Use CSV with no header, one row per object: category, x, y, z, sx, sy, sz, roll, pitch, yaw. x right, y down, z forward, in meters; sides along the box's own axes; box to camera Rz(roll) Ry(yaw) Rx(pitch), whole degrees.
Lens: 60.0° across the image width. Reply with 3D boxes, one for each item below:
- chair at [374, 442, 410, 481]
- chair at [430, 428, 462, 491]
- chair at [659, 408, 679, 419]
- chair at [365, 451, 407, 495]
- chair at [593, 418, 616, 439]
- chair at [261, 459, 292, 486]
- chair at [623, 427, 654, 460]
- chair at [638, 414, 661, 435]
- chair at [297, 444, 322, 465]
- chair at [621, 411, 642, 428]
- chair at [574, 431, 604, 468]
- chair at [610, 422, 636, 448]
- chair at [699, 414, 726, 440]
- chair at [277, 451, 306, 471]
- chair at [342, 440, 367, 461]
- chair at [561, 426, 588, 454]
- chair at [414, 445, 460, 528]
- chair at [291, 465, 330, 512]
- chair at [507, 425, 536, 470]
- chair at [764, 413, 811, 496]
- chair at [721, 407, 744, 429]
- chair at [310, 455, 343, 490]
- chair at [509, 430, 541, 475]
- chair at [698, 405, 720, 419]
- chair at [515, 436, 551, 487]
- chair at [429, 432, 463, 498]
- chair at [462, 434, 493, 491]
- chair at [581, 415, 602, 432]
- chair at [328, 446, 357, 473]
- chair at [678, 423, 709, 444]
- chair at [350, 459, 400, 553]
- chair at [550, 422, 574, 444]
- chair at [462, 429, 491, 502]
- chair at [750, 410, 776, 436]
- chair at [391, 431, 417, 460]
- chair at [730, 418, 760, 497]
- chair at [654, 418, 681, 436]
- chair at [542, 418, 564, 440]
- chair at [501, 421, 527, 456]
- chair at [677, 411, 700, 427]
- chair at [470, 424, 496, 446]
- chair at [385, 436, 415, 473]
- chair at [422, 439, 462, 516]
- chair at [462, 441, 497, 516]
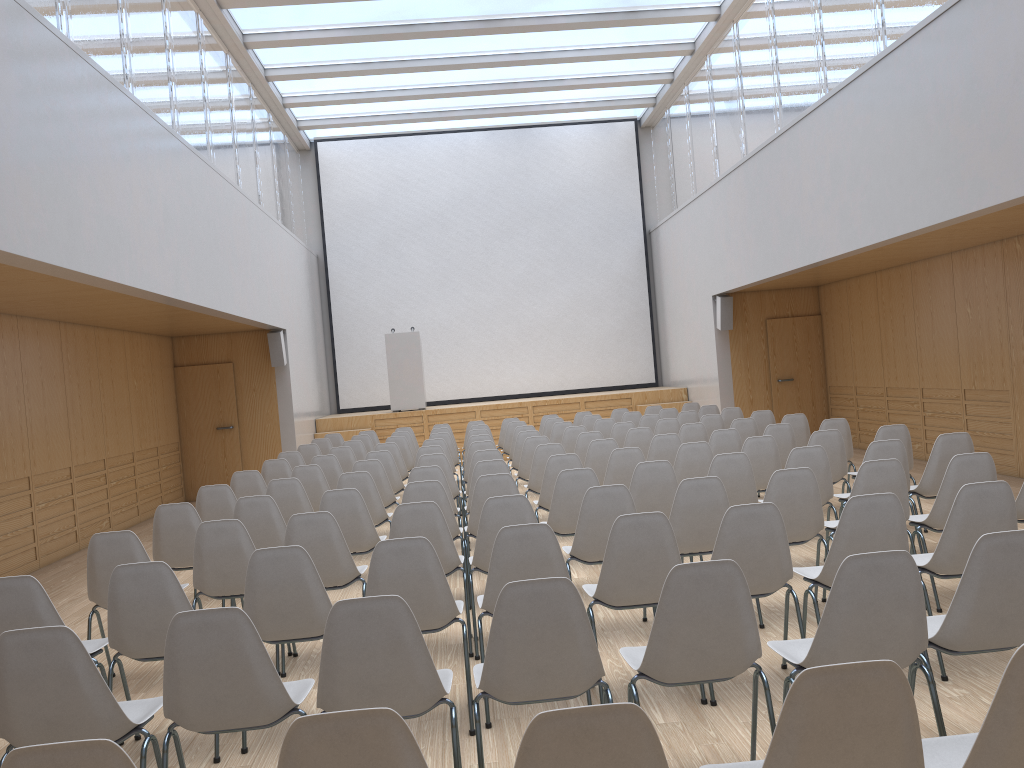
chair,-1.361,1.080,9.975,0.479,0.876,0.505,-5,1,-3
chair,-0.935,1.018,12.022,0.479,0.876,0.505,-5,1,-3
chair,2.130,0.761,12.207,0.479,0.876,0.505,-5,1,-3
chair,-1.282,1.088,8.896,0.479,0.876,0.505,-5,1,-3
chair,1.156,0.857,11.087,0.479,0.876,0.505,-5,1,-3
chair,-2.301,1.172,8.945,0.479,0.876,0.505,-5,1,-3
chair,1.294,0.871,9.113,0.479,0.876,0.505,-5,1,-3
chair,1.725,0.808,11.162,0.479,0.876,0.505,-5,1,-3
chair,-2.440,1.158,10.930,0.479,0.876,0.505,-5,1,-3
chair,1.627,0.804,12.117,0.479,0.876,0.505,-5,1,-3
chair,0.799,0.912,9.103,0.479,0.876,0.505,-5,1,-3
chair,1.264,0.860,10.133,0.479,0.876,0.505,-5,1,-3
chair,2.261,0.776,10.221,0.479,0.876,0.505,-5,1,-3
chair,-2.398,1.168,9.872,0.479,0.876,0.505,-5,1,-3
chair,-1.899,1.113,10.904,0.479,0.876,0.505,-5,1,-3
chair,0.726,0.905,10.129,0.479,0.876,0.505,-5,1,-3
chair,-0.791,1.045,9.008,0.479,0.876,0.505,-5,1,-3
chair,-1.769,1.140,7.965,0.479,0.876,0.505,-5,1,-3
chair,0.175,0.940,10.987,0.479,0.876,0.505,-5,1,-3
chair,2.878,0.738,9.228,0.479,0.876,0.505,-5,1,-3
chair,2.736,0.724,11.223,0.479,0.876,0.505,-5,1,-3
chair,-1.825,1.132,8.946,0.479,0.876,0.505,-5,1,-3
chair,0.203,0.950,10.029,0.479,0.876,0.505,-5,1,-3
chair,2.669,0.717,12.180,0.479,0.876,0.505,-5,1,-3
chair,0.265,0.957,9.089,0.479,0.876,0.505,-5,1,-3
chair,-0.859,1.026,10.987,0.479,0.876,0.505,-5,1,-3
chair,-0.334,0.994,10.017,0.479,0.876,0.505,-5,1,-3
chair,1.095,0.848,12.126,0.479,0.876,0.505,-5,1,-3
chair,-1.859,1.122,9.963,0.479,0.876,0.505,-5,1,-3
chair,1.827,0.826,9.124,0.479,0.876,0.505,-5,1,-3
chair,-1.243,1.096,7.979,0.479,0.876,0.505,-5,1,-3
chair,0.644,0.899,11.116,0.479,0.876,0.505,-5,1,-3
chair,-0.388,0.986,11.035,0.479,0.876,0.505,-5,1,-3
chair,2.821,0.730,10.186,0.479,0.876,0.505,-5,1,-3
chair,-1.450,1.062,11.933,0.479,0.876,0.505,-5,1,-3
chair,2.360,0.781,9.215,0.479,0.876,0.505,-5,1,-3
chair,1.757,0.819,10.143,0.479,0.876,0.505,-5,1,-3
chair,0.588,0.891,12.124,0.479,0.876,0.505,-5,1,-3
chair,0.086,0.933,12.066,0.479,0.876,0.505,-5,1,-3
chair,2.194,0.769,11.218,0.479,0.876,0.505,-5,1,-3
chair,-0.409,0.975,11.995,0.479,0.876,0.505,-5,1,-3
chair,-1.388,1.069,11.003,0.479,0.876,0.505,-5,1,-3
chair,-0.836,1.037,9.966,0.479,0.876,0.505,-5,1,-3
chair,-0.279,1.002,9.066,0.479,0.876,0.505,-5,1,-3
